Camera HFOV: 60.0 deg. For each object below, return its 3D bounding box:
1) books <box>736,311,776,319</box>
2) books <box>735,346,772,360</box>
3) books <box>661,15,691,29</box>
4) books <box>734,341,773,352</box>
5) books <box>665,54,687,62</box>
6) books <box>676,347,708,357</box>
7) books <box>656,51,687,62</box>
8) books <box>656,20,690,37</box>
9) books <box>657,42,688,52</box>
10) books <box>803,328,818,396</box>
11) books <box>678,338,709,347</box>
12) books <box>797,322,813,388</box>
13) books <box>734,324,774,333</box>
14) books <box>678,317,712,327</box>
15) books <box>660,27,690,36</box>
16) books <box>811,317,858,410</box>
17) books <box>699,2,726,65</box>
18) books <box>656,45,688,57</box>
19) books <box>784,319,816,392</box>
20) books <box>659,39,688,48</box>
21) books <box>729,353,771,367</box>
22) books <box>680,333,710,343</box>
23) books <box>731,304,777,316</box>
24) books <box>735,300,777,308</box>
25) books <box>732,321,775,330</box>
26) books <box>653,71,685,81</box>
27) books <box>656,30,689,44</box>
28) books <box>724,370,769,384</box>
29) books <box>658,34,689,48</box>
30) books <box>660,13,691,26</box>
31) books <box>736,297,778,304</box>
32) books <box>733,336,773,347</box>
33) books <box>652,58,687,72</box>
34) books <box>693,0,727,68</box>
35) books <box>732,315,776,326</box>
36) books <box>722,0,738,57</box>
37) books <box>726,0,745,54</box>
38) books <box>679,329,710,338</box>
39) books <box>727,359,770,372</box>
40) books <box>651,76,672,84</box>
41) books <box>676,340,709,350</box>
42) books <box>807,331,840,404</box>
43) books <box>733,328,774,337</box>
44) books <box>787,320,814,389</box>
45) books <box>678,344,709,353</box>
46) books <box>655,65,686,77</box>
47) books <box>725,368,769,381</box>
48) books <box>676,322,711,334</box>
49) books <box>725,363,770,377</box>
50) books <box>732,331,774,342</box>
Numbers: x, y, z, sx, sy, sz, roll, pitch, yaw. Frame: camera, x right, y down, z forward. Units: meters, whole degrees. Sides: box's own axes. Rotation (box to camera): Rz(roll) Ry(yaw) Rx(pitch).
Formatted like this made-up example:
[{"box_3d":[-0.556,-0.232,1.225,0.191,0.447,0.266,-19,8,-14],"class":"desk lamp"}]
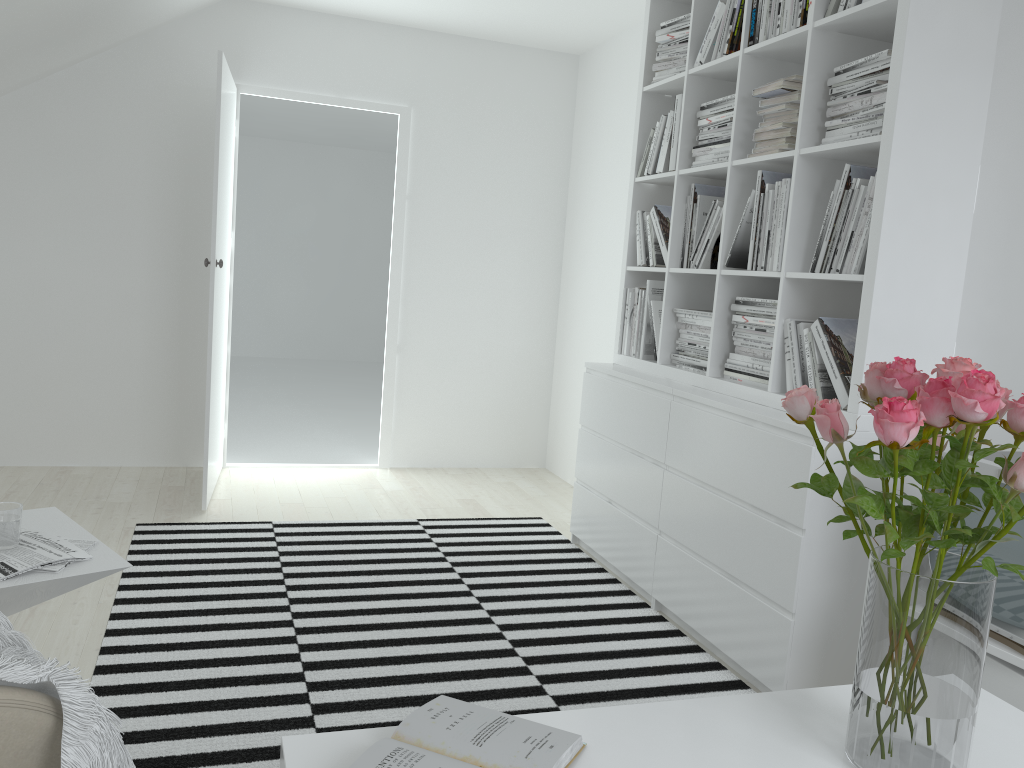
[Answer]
[{"box_3d":[0.905,-0.230,3.030,0.161,0.013,0.254,2,7,-19],"class":"books"},{"box_3d":[0.918,-0.098,3.023,0.180,0.028,0.296,2,7,-19],"class":"books"},{"box_3d":[0.749,-1.457,3.591,0.159,0.012,0.285,1,8,-24],"class":"books"},{"box_3d":[0.916,-0.122,3.032,0.182,0.016,0.288,2,7,-19],"class":"books"},{"box_3d":[0.760,-1.315,3.620,0.182,0.016,0.288,1,8,-24],"class":"books"},{"box_3d":[0.783,-0.118,3.421,0.182,0.016,0.288,2,7,-19],"class":"books"},{"box_3d":[0.757,-1.332,3.627,0.182,0.016,0.288,-1,9,-39],"class":"books"},{"box_3d":[0.754,-1.438,3.601,0.176,0.025,0.331,1,8,-29],"class":"books"},{"box_3d":[0.739,-1.364,3.614,0.161,0.012,0.254,-1,9,-39],"class":"books"},{"box_3d":[0.973,-0.056,2.708,0.161,0.218,0.101,2,7,-19],"class":"books"},{"box_3d":[0.770,-0.156,3.397,0.161,0.012,0.254,2,7,-19],"class":"books"},{"box_3d":[0.961,-0.068,2.733,0.152,0.232,0.104,2,7,-19],"class":"books"},{"box_3d":[0.905,-0.182,3.021,0.159,0.012,0.285,2,7,-19],"class":"books"},{"box_3d":[0.779,-0.233,3.395,0.174,0.021,0.273,2,7,-19],"class":"books"},{"box_3d":[0.747,-1.422,3.614,0.161,0.013,0.254,0,8,-34],"class":"books"},{"box_3d":[1.007,-0.060,2.605,0.176,0.255,0.226,2,7,-19],"class":"books"},{"box_3d":[0.816,-1.282,3.295,0.167,0.210,0.162,2,7,-19],"class":"books"},{"box_3d":[0.742,-1.350,3.626,0.167,0.017,0.263,0,8,-34],"class":"books"},{"box_3d":[0.945,-0.082,2.807,0.172,0.239,0.093,2,7,-19],"class":"books"},{"box_3d":[0.750,-1.374,3.606,0.159,0.012,0.285,1,8,-29],"class":"books"},{"box_3d":[0.895,-0.078,3.040,0.174,0.021,0.273,2,7,-19],"class":"books"},{"box_3d":[0.781,-0.170,3.392,0.167,0.017,0.263,2,7,-19],"class":"books"},{"box_3d":[0.910,-0.246,3.016,0.176,0.025,0.331,2,7,-19],"class":"books"},{"box_3d":[0.903,-0.265,3.008,0.159,0.012,0.285,2,7,-19],"class":"books"},{"box_3d":[0.892,-0.198,3.037,0.161,0.013,0.256,2,7,-19],"class":"books"},{"box_3d":[0.742,-1.250,3.627,0.182,0.016,0.288,0,8,-34],"class":"books"},{"box_3d":[0.745,-1.403,3.605,0.174,0.021,0.273,-1,9,-39],"class":"books"},{"box_3d":[0.917,-0.017,3.064,0.232,0.014,0.308,2,8,-21],"class":"books"},{"box_3d":[0.734,-1.389,3.619,0.161,0.013,0.256,1,8,-24],"class":"books"},{"box_3d":[0.746,-1.472,3.605,0.161,0.012,0.254,1,8,-29],"class":"books"},{"box_3d":[0.903,-0.280,3.022,0.161,0.012,0.254,2,7,-19],"class":"books"},{"box_3d":[0.915,-0.139,3.040,0.182,0.016,0.288,2,7,-19],"class":"books"},{"box_3d":[0.743,-1.293,3.618,0.180,0.028,0.296,-1,9,-39],"class":"books"},{"box_3d":[0.814,-1.294,3.332,0.186,0.226,0.173,2,7,-19],"class":"books"},{"box_3d":[0.901,-0.212,3.022,0.174,0.021,0.273,2,7,-19],"class":"books"},{"box_3d":[0.856,-1.284,3.170,0.159,0.248,0.089,2,7,-19],"class":"books"},{"box_3d":[0.869,-1.280,3.129,0.170,0.251,0.118,2,7,-19],"class":"books"},{"box_3d":[0.793,-0.187,3.403,0.182,0.016,0.288,2,7,-19],"class":"books"},{"box_3d":[0.893,-0.059,3.040,0.182,0.016,0.288,2,7,-19],"class":"books"},{"box_3d":[0.730,-1.234,3.616,0.182,0.016,0.288,1,8,-29],"class":"books"},{"box_3d":[0.771,-0.145,3.411,0.159,0.012,0.285,2,7,-19],"class":"books"},{"box_3d":[0.980,-0.048,2.670,0.161,0.213,0.118,2,7,-19],"class":"books"},{"box_3d":[0.895,-0.172,3.031,0.161,0.012,0.254,2,7,-19],"class":"books"},{"box_3d":[0.948,-0.074,2.763,0.172,0.235,0.112,2,7,-19],"class":"books"},{"box_3d":[0.769,-0.130,3.390,0.161,0.013,0.256,2,7,-19],"class":"books"},{"box_3d":[0.739,-1.269,3.624,0.174,0.021,0.273,1,8,-29],"class":"books"},{"box_3d":[0.927,-0.029,3.062,0.251,0.012,0.312,2,7,-18],"class":"books"},{"box_3d":[0.786,-0.212,3.422,0.180,0.028,0.296,2,7,-19],"class":"books"},{"box_3d":[0.884,-0.043,3.033,0.182,0.016,0.288,2,7,-19],"class":"books"},{"box_3d":[0.900,-0.158,3.042,0.167,0.017,0.263,2,7,-19],"class":"books"}]
